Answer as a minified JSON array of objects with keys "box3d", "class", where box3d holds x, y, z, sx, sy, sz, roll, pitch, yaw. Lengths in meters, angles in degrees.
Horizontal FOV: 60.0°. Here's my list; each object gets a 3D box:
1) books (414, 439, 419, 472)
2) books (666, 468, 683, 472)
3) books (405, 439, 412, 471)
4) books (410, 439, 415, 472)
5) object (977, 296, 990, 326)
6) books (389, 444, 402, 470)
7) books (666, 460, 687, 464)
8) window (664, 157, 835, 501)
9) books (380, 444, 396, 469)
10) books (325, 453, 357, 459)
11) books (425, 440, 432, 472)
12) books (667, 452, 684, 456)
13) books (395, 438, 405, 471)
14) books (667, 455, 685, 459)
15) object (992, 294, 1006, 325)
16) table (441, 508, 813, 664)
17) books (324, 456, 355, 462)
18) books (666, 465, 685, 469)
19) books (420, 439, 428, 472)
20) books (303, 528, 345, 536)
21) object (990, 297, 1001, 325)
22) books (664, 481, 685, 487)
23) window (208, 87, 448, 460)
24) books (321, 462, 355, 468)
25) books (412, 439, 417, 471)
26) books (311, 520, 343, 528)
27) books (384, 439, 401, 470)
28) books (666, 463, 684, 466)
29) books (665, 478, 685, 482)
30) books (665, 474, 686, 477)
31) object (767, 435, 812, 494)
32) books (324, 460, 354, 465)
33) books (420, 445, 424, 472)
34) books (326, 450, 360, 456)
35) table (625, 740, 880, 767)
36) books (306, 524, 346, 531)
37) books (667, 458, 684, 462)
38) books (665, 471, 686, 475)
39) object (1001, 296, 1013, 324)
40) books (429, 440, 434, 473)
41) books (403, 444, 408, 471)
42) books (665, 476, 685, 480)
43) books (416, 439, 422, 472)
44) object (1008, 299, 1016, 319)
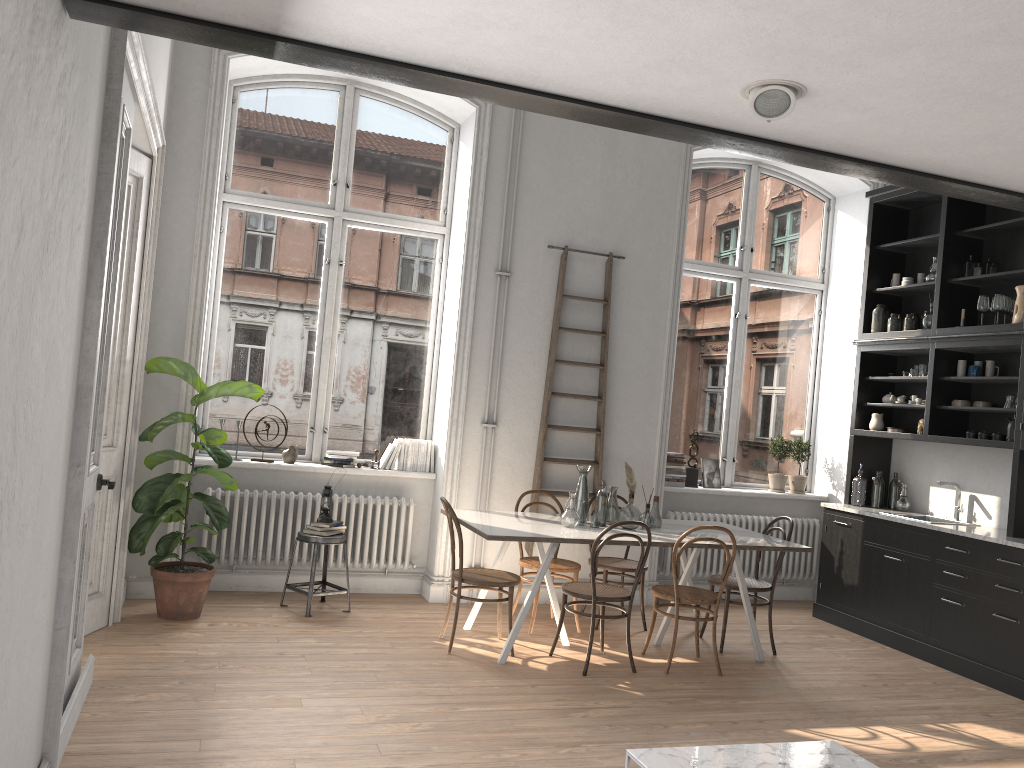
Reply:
[{"box3d":[-0.768,0.558,6.968,0.024,0.243,0.175,5,-1,-19],"class":"books"},{"box3d":[1.354,0.733,7.651,0.205,0.022,0.155,5,-1,-5],"class":"books"},{"box3d":[-0.818,0.552,6.919,0.024,0.243,0.175,5,-1,-19],"class":"books"},{"box3d":[-0.800,0.554,6.934,0.019,0.243,0.174,5,-1,-19],"class":"books"},{"box3d":[3.365,-0.517,6.338,0.083,0.221,0.083,5,-1,13],"class":"object"},{"box3d":[-0.914,0.562,6.897,0.072,0.203,0.155,5,-1,-19],"class":"books"},{"box3d":[1.355,0.667,7.651,0.244,0.019,0.174,6,-1,-19],"class":"books"},{"box3d":[7.427,-4.288,12.965,14.388,15.933,26.395,5,-1,-19],"class":"window"},{"box3d":[-0.975,0.560,6.880,0.105,0.194,0.155,5,-1,-20],"class":"books"},{"box3d":[-1.301,0.550,6.737,0.205,0.020,0.155,6,-1,-29],"class":"books"},{"box3d":[-0.675,0.566,6.979,0.024,0.243,0.175,5,-1,-19],"class":"books"},{"box3d":[1.357,0.603,7.660,0.201,0.024,0.159,6,-1,-29],"class":"books"},{"box3d":[-0.874,0.547,6.933,0.024,0.243,0.175,5,-1,-19],"class":"books"},{"box3d":[1.363,0.625,7.653,0.205,0.020,0.155,6,-1,-19],"class":"books"},{"box3d":[3.409,-0.516,6.215,0.083,0.221,0.083,5,-1,28],"class":"object"},{"box3d":[0.692,1.341,5.884,2.201,0.779,1.100,6,-1,-19],"class":"table"},{"box3d":[-1.309,0.570,6.747,0.221,0.023,0.147,5,-1,-3],"class":"books"},{"box3d":[1.357,0.710,7.658,0.222,0.024,0.158,6,-1,-19],"class":"books"},{"box3d":[-0.706,0.564,6.989,0.024,0.243,0.175,5,-1,-19],"class":"books"},{"box3d":[-1.305,1.021,6.176,0.194,0.034,0.246,5,-1,22],"class":"books"},{"box3d":[3.468,-0.508,6.356,0.083,0.221,0.083,6,-1,-27],"class":"object"},{"box3d":[1.332,0.852,7.634,0.248,0.043,0.192,6,-1,-19],"class":"books"},{"box3d":[-1.392,-0.852,6.886,1.623,2.842,0.013,5,-1,-19],"class":"window"},{"box3d":[-1.322,0.614,6.748,0.221,0.023,0.147,4,-2,30],"class":"books"},{"box3d":[-0.787,0.555,6.957,0.019,0.243,0.174,5,-1,-19],"class":"books"},{"box3d":[-1.289,0.974,6.184,0.147,0.027,0.221,5,-1,14],"class":"books"},{"box3d":[-0.935,0.544,6.888,0.100,0.235,0.174,5,-1,-19],"class":"books"},{"box3d":[1.358,0.688,7.651,0.205,0.022,0.155,6,-1,-24],"class":"books"},{"box3d":[1.337,0.819,7.634,0.250,0.023,0.175,6,-1,-23],"class":"books"},{"box3d":[1.345,0.778,7.652,0.255,0.014,0.192,5,-1,-15],"class":"books"},{"box3d":[2.507,0.726,8.048,0.500,0.524,0.234,6,-1,-29],"class":"object"},{"box3d":[-1.313,0.592,6.747,0.205,0.022,0.155,5,-1,1],"class":"books"},{"box3d":[-0.722,0.580,6.962,0.020,0.205,0.155,5,-1,-19],"class":"books"},{"box3d":[-1.287,0.526,6.763,0.244,0.019,0.174,5,-1,-9],"class":"books"},{"box3d":[0.908,1.480,2.751,0.849,0.392,0.849,6,-1,-19],"class":"table"},{"box3d":[-1.293,0.996,6.183,0.162,0.029,0.232,4,-2,42],"class":"books"},{"box3d":[1.349,0.645,7.648,0.231,0.023,0.162,5,-1,-3],"class":"books"},{"box3d":[1.346,0.757,7.653,0.245,0.028,0.193,6,-1,-24],"class":"books"},{"box3d":[3.494,-0.507,6.277,0.083,0.221,0.083,5,-1,-20],"class":"object"},{"box3d":[-0.645,0.569,6.987,0.040,0.244,0.174,5,-1,-19],"class":"books"},{"box3d":[-0.844,0.568,6.921,0.020,0.205,0.155,5,-1,-19],"class":"books"},{"box3d":[1.339,0.796,7.634,0.249,0.023,0.175,6,-1,-18],"class":"books"},{"box3d":[-0.741,0.559,6.954,0.019,0.243,0.174,5,-1,-19],"class":"books"},{"box3d":[3.596,-0.496,6.367,0.083,0.221,0.083,5,-1,13],"class":"object"}]
